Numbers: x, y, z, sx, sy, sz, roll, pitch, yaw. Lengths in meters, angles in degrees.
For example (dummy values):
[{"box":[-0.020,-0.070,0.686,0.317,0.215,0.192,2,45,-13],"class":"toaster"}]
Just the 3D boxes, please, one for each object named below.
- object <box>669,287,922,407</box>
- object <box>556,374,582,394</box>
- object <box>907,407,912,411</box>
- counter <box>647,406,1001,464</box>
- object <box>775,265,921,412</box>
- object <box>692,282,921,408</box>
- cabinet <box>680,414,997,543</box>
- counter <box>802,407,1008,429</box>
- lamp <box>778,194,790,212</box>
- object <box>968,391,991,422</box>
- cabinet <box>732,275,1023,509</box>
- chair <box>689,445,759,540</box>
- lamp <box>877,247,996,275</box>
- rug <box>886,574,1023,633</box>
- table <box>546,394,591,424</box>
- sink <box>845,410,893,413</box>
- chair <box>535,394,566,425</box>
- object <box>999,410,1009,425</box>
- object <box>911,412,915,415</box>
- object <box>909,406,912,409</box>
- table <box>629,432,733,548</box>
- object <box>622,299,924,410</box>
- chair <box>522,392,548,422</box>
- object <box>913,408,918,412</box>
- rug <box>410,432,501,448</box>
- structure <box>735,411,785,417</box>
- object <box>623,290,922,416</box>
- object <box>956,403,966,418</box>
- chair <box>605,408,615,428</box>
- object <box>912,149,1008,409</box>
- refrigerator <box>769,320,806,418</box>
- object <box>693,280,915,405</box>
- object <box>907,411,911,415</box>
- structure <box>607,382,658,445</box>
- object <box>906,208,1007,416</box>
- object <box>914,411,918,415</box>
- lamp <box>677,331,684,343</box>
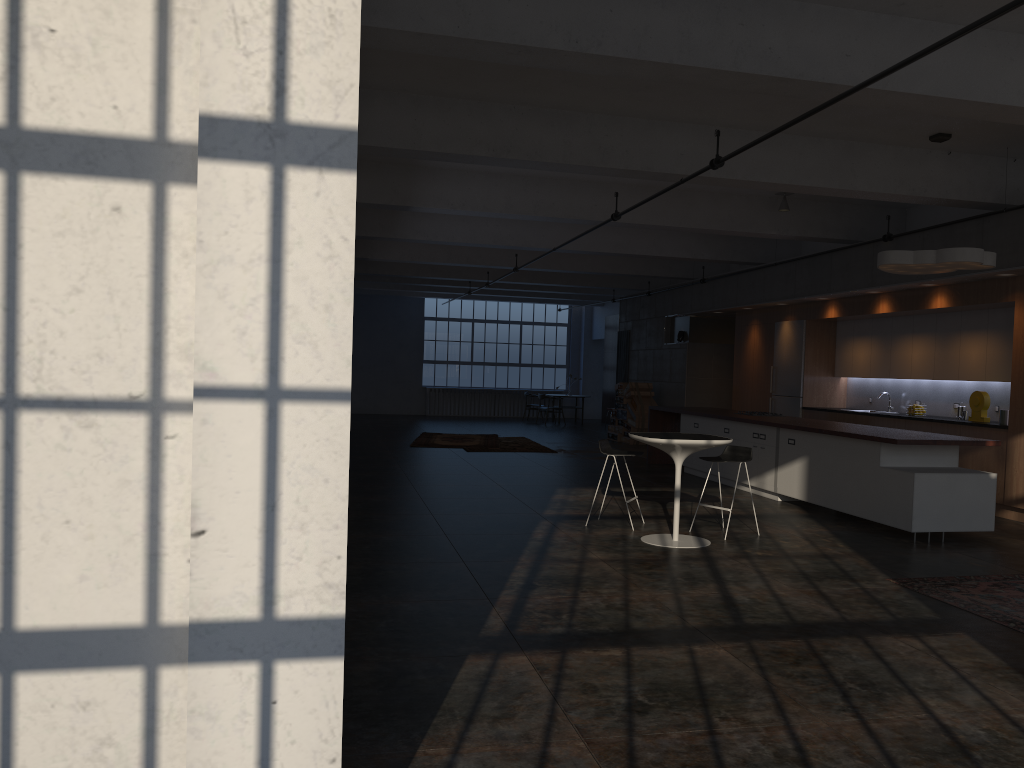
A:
[{"box":[5.610,0.321,12.178,0.062,0.053,0.052,3,2,35],"class":"object"},{"box":[1.648,0.013,25.619,0.781,0.625,0.237,2,2,-11],"class":"object"},{"box":[4.821,-0.775,13.077,0.054,2.230,2.362,0,2,-37],"class":"object"},{"box":[3.474,0.940,11.629,1.153,0.972,6.589,2,1,-12],"class":"counter"},{"box":[5.559,0.354,12.097,0.052,0.053,0.062,2,1,-6],"class":"object"},{"box":[5.543,0.309,12.084,0.064,0.051,0.052,1,2,-20],"class":"object"},{"box":[3.583,0.984,11.035,0.931,0.931,5.591,2,1,-12],"class":"cabinet"},{"box":[5.890,0.461,12.249,1.622,0.039,4.415,2,1,-12],"class":"counter"},{"box":[3.650,-2.433,11.866,0.153,0.216,0.158,3,2,25],"class":"lamp"},{"box":[5.728,0.275,10.853,0.100,0.381,0.271,1,2,-12],"class":"object"},{"box":[6.128,0.038,13.048,2.402,2.564,8.024,2,1,-12],"class":"cabinet"},{"box":[2.030,1.042,8.408,0.515,0.896,0.454,1,2,-36],"class":"chair"},{"box":[4.286,-1.232,8.941,1.058,0.130,1.027,3,1,34],"class":"lamp"},{"box":[4.407,1.528,6.203,2.912,0.029,1.835,2,1,-13],"class":"rug"},{"box":[1.617,0.755,25.659,1.285,0.852,1.334,3,2,31],"class":"table"},{"box":[5.245,0.498,13.022,0.528,0.192,0.722,2,1,-12],"class":"sink"},{"box":[1.075,0.705,24.549,0.684,0.865,0.715,1,2,-26],"class":"chair"},{"box":[5.721,0.386,10.209,0.186,0.170,0.194,3,2,36],"class":"object"},{"box":[5.488,0.403,12.130,0.062,0.053,0.052,1,2,-25],"class":"object"},{"box":[4.371,-0.828,15.262,0.054,2.170,6.767,1,1,-20],"class":"object"},{"box":[1.485,0.942,7.941,0.836,0.952,0.820,2,2,-13],"class":"table"},{"box":[5.609,0.334,12.120,0.052,0.052,0.062,3,2,35],"class":"object"},{"box":[0.689,0.669,25.886,0.666,0.865,0.734,2,2,14],"class":"chair"},{"box":[5.779,-0.819,17.909,0.062,2.211,11.816,2,1,2],"class":"object"},{"box":[-1.106,1.132,18.082,1.881,0.048,3.511,2,1,-3],"class":"rug"},{"box":[3.511,0.435,12.568,0.517,0.072,0.633,2,1,-12],"class":"structure"},{"box":[5.575,0.406,12.108,0.072,0.063,0.065,3,2,43],"class":"object"},{"box":[5.858,0.347,11.532,0.060,0.210,0.143,1,2,-12],"class":"object"},{"box":[2.824,0.720,23.343,0.662,0.988,0.423,1,2,-13],"class":"chair"},{"box":[5.493,0.311,12.101,0.057,0.060,0.053,2,2,10],"class":"object"},{"box":[4.614,0.058,14.697,0.222,2.192,0.945,1,2,-15],"class":"refrigerator"},{"box":[5.561,0.305,12.219,0.058,0.060,0.051,3,2,22],"class":"object"},{"box":[5.324,-0.709,10.721,0.057,2.311,2.929,2,1,7],"class":"object"},{"box":[2.576,0.607,19.233,0.644,1.316,1.894,1,1,-12],"class":"structure"},{"box":[5.814,0.767,18.662,0.950,1.215,13.157,2,1,-1],"class":"object"},{"box":[5.518,0.399,12.082,0.051,0.057,0.061,3,2,24],"class":"object"},{"box":[3.471,-0.964,18.153,0.216,0.259,0.168,1,2,-31],"class":"lamp"}]
